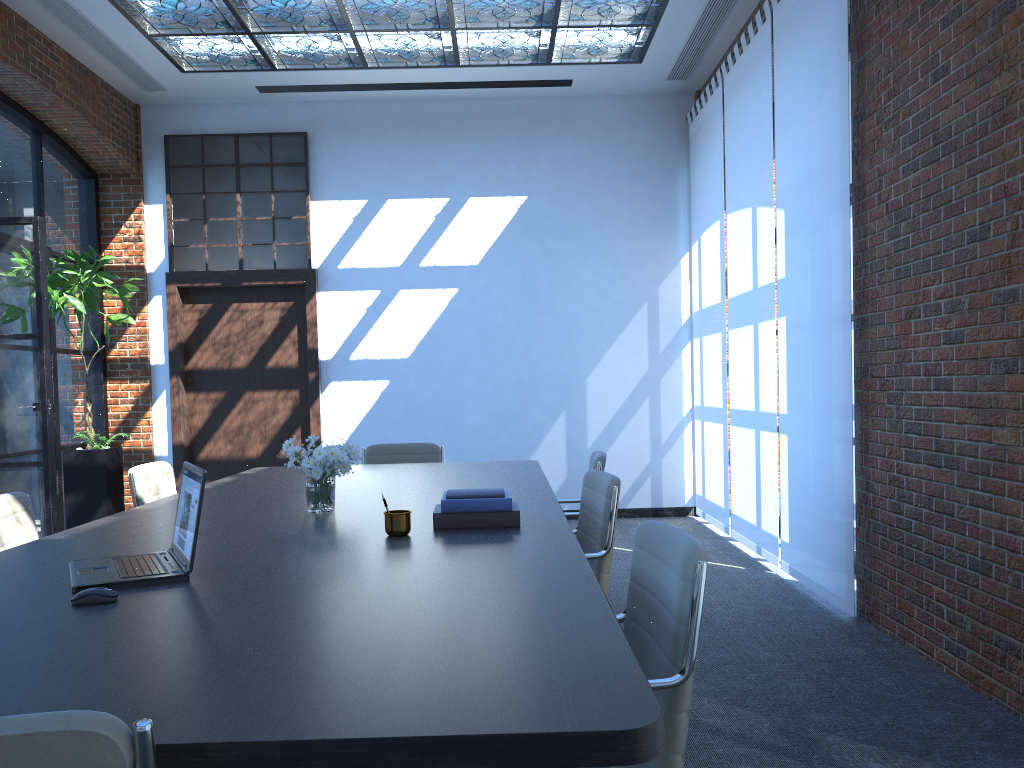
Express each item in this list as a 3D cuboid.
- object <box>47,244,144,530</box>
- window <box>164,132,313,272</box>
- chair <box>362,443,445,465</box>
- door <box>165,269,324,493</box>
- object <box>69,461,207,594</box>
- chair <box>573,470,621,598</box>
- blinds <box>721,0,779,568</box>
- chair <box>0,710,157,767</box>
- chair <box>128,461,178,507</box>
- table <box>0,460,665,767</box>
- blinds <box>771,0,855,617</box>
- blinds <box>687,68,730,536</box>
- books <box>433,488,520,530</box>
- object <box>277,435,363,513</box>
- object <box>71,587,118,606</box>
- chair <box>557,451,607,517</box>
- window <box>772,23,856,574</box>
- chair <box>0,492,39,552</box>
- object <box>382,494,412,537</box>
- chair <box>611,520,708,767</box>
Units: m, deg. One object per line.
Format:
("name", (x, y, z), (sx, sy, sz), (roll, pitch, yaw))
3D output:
("object", (-3.359, 0.150, 7.003), (0.945, 2.494, 1.322), (-1, 2, 0))
("window", (-2.555, -1.683, 8.291), (1.328, 1.294, 0.059), (-1, 2, -1))
("chair", (-0.723, 0.861, 5.699), (0.560, 0.924, 0.705), (-1, 1, -1))
("door", (-2.505, 0.158, 8.415), (1.400, 2.438, 0.200), (-1, 2, -1))
("object", (-1.014, 0.370, 2.385), (0.322, 0.283, 0.390), (-2, 1, -27))
("chair", (0.078, 0.834, 3.627), (0.706, 0.924, 0.559), (-2, 2, -7))
("blinds", (1.724, -0.651, 6.448), (0.039, 3.762, 1.217), (-1, 2, -1))
("chair", (-0.754, 0.849, 1.316), (0.560, 0.924, 0.706), (-2, 1, -12))
("chair", (-1.631, 0.881, 4.787), (0.706, 0.924, 0.559), (-1, 2, -1))
("table", (-0.701, 0.911, 3.473), (1.809, 0.811, 4.500), (-1, 0, -1))
("blinds", (1.740, -0.655, 5.183), (0.039, 3.762, 1.217), (-1, 2, -1))
("blinds", (1.708, -0.646, 7.724), (0.039, 3.762, 1.217), (-1, 2, -1))
("books", (-0.124, 0.432, 3.109), (0.294, 0.115, 0.254), (-1, 0, -2))
("object", (-0.751, 0.352, 3.536), (0.329, 0.310, 0.336), (-1, 1, 10))
("object", (-0.971, 0.492, 2.061), (0.101, 0.034, 0.059), (-1, 0, -20))
("chair", (0.164, 0.836, 4.770), (0.706, 0.924, 0.559), (-1, 2, 3))
("window", (2.315, -0.566, 3.535), (0.160, 3.611, 9.614), (-1, 0, -1))
("chair", (-1.613, 0.877, 3.418), (0.706, 0.924, 0.559), (-2, 2, -12))
("object", (-0.375, 0.424, 2.899), (0.091, 0.142, 0.091), (-2, 2, -23))
("chair", (0.097, 0.830, 2.178), (0.706, 0.924, 0.559), (-2, 2, -6))
